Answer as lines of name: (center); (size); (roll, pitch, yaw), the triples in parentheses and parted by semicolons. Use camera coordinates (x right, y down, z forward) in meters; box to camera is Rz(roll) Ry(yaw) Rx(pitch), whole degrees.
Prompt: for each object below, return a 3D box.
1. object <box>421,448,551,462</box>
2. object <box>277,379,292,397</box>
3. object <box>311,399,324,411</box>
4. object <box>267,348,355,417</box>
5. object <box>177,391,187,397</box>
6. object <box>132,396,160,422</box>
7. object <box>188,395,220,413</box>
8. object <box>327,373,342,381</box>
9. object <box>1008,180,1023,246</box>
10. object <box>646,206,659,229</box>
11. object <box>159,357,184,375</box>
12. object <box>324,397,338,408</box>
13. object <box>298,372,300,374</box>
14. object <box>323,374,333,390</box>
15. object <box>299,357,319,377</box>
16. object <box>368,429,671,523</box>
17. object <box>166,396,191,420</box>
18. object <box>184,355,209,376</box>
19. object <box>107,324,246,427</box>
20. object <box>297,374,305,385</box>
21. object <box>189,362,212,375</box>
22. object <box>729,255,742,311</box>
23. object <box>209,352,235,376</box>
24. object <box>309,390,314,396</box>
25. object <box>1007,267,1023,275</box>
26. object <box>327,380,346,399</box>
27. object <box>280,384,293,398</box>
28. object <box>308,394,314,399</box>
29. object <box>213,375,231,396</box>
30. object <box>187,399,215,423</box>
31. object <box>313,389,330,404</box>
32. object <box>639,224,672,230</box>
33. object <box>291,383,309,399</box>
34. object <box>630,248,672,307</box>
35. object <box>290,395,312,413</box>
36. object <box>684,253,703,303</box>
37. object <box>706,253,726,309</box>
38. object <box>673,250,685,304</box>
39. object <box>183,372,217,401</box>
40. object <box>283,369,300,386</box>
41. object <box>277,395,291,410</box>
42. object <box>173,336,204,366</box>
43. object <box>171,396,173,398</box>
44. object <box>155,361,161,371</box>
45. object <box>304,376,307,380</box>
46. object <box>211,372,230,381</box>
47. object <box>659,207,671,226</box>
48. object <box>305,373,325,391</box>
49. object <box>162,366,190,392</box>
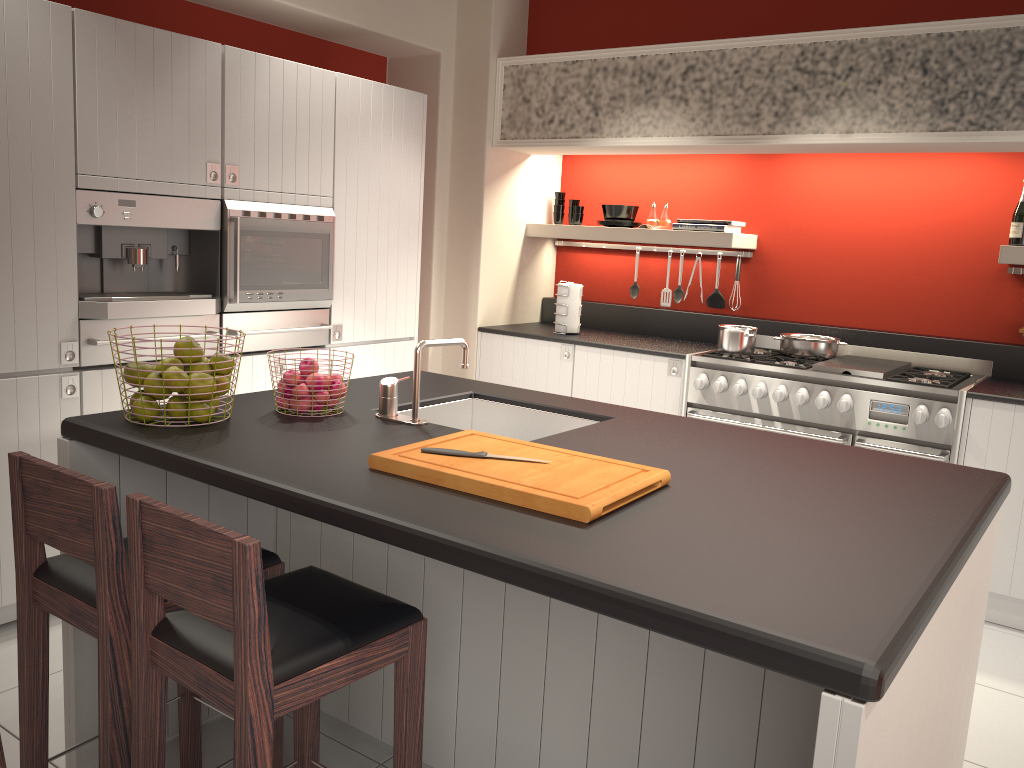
object: (-0.058, 0.161, 2.014); (0.302, 0.010, 0.036); (4, 9, 5)
object: (-0.644, 0.009, 2.549); (0.060, 0.059, 0.059); (-5, 13, -42)
object: (-0.565, 0.060, 2.565); (0.040, 0.039, 0.039); (2, 9, -6)
object: (-0.580, -0.005, 2.561); (0.248, 0.168, 0.248); (7, 10, 22)
object: (-0.895, 0.008, 2.446); (0.064, 0.060, 0.064); (9, 11, 29)
object: (-0.947, 0.064, 2.296); (0.068, 0.068, 0.068); (-6, 13, -43)
object: (-0.834, 0.045, 2.403); (0.084, 0.079, 0.086); (2, 9, -10)
object: (-0.529, -0.007, 2.616); (0.056, 0.050, 0.055); (0, 10, -17)
object: (2.372, -0.805, 4.112); (0.083, 0.331, 0.083); (4, 9, 6)
object: (0.836, -0.986, 5.256); (0.076, 0.131, 0.077); (1, 9, -13)
object: (-0.894, -0.040, 2.328); (0.062, 0.061, 0.057); (-5, 12, -40)
object: (-0.539, 0.047, 2.620); (0.050, 0.049, 0.049); (3, 9, 1)
object: (-0.638, -0.016, 2.591); (0.049, 0.049, 0.048); (12, 13, 42)
object: (-0.540, -0.006, 2.566); (0.041, 0.044, 0.045); (4, 9, 4)
object: (-0.580, -0.047, 2.535); (0.056, 0.058, 0.056); (2, 9, -10)
object: (0.017, 0.191, 1.992); (0.570, 0.033, 0.373); (9, 11, 33)
object: (-0.875, 0.062, 2.336); (0.068, 0.068, 0.068); (-6, 13, -43)
object: (-0.866, -0.048, 2.432); (0.078, 0.076, 0.071); (4, 9, 4)
object: (-0.890, -0.026, 2.366); (0.341, 0.232, 0.341); (-1, 10, -22)
object: (-0.611, -0.010, 2.529); (0.041, 0.039, 0.041); (-4, 12, -38)
object: (-0.829, -0.034, 2.363); (0.056, 0.054, 0.057); (4, 9, 6)
object: (1.314, -0.588, 5.182); (0.069, 0.327, 0.069); (5, 9, 12)
object: (-0.782, -0.053, 2.391); (0.067, 0.064, 0.067); (10, 11, 35)
object: (-0.577, 0.009, 2.600); (0.055, 0.056, 0.055); (-6, 13, -45)
object: (3.010, -0.468, 4.012); (1.355, 0.034, 0.048); (10, 11, 34)
object: (-0.509, 0.017, 2.576); (0.055, 0.056, 0.055); (-6, 13, -45)
object: (-0.636, 0.018, 2.508); (0.041, 0.041, 0.040); (0, 10, -18)
object: (-0.599, 0.040, 2.639); (0.050, 0.049, 0.049); (3, 9, 1)
object: (-0.784, 0.003, 2.372); (0.057, 0.057, 0.055); (8, 10, 26)
object: (-0.814, 0.068, 2.321); (0.068, 0.068, 0.068); (-6, 13, -43)
object: (-0.543, 0.036, 2.530); (0.046, 0.043, 0.046); (1, 10, -15)
object: (0.872, -0.932, 5.284); (0.183, 0.027, 0.160); (-1, 11, -26)
object: (-0.594, 0.020, 2.489); (0.048, 0.046, 0.048); (2, 9, -6)
object: (0.865, -0.662, 5.490); (0.287, 0.350, 0.022); (10, 11, 35)
object: (-0.601, 0.053, 2.526); (0.062, 0.057, 0.061); (10, 11, 34)
object: (1.102, -0.639, 5.328); (0.124, 0.296, 0.009); (10, 11, 34)
object: (1.226, -0.612, 5.264); (0.123, 0.330, 0.040); (10, 11, 34)
object: (1.021, -0.649, 5.382); (0.067, 0.323, 0.022); (9, 11, 33)
object: (-0.817, 0.008, 2.323); (0.082, 0.082, 0.082); (4, 9, 2)
object: (-0.619, -0.016, 2.488); (0.048, 0.046, 0.048); (2, 9, -9)
object: (-0.655, 0.050, 2.559); (0.050, 0.049, 0.049); (3, 9, 1)
object: (-0.865, -0.089, 2.372); (0.078, 0.080, 0.078); (10, 11, 34)
object: (-0.907, 0.057, 2.404); (0.055, 0.054, 0.053); (11, 12, 38)
object: (-0.934, -0.037, 2.399); (0.062, 0.061, 0.057); (-5, 12, -40)
object: (-0.595, -0.024, 2.579); (0.041, 0.044, 0.045); (4, 9, 4)
object: (-0.806, -0.012, 2.429); (0.067, 0.064, 0.066); (11, 12, 38)
object: (0.916, -0.988, 5.296); (0.077, 0.134, 0.076); (6, 10, 18)
object: (-0.557, -0.005, 2.513); (0.056, 0.055, 0.051); (-5, 12, -40)
object: (-0.863, -0.013, 2.280); (0.067, 0.068, 0.067); (3, 9, -3)
